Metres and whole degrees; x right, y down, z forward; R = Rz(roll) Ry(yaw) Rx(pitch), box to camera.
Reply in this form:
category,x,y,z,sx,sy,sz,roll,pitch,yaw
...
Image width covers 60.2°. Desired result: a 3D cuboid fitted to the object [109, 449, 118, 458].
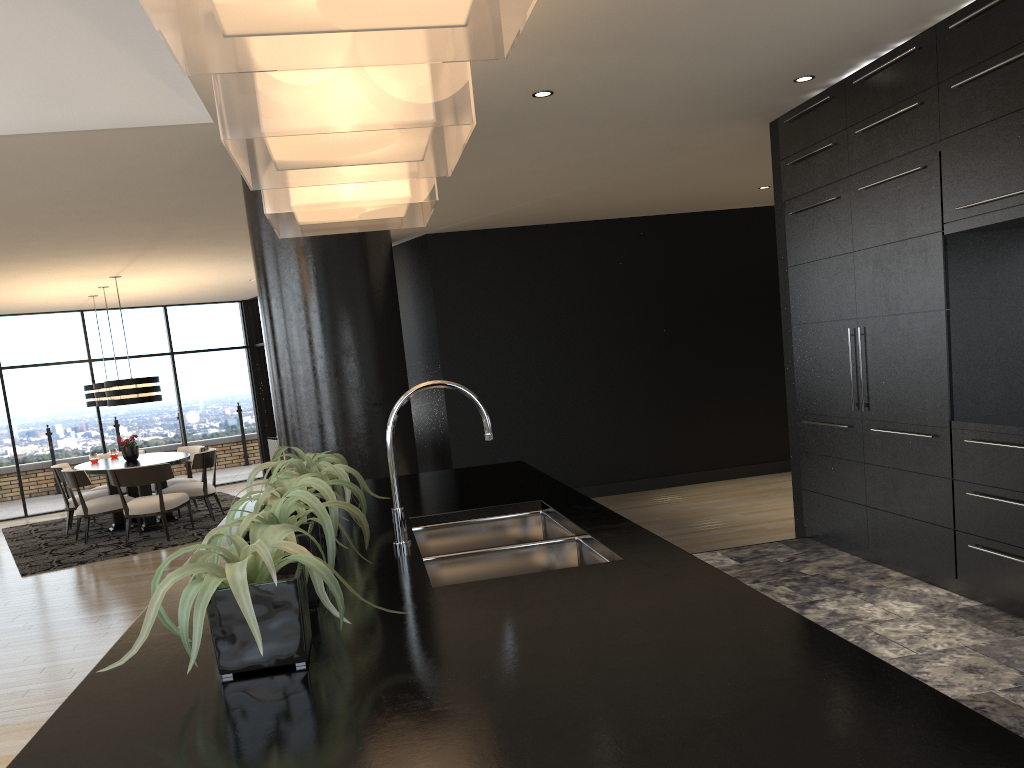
category,x,y,z,sx,sy,sz,roll,pitch,yaw
object,-4.865,0.850,10.783,0.095,0.107,0.094,-4,6,24

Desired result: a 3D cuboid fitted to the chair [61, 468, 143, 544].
category,x,y,z,sx,sy,sz,roll,pitch,yaw
chair,-4.435,1.277,9.491,0.611,0.814,0.642,-10,7,-39

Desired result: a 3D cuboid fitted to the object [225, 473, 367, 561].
category,x,y,z,sx,sy,sz,roll,pitch,yaw
object,-0.580,0.349,2.204,0.398,0.219,0.402,-5,3,15

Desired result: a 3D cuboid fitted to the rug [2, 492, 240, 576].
category,x,y,z,sx,sy,sz,roll,pitch,yaw
rug,-4.285,1.636,10.257,2.698,0.011,3.717,-7,2,-32

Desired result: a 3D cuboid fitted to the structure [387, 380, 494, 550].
category,x,y,z,sx,sy,sz,roll,pitch,yaw
structure,0.032,0.481,2.304,0.654,1.027,2.759,-7,3,-10

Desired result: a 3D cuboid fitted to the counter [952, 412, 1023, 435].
category,x,y,z,sx,sy,sz,roll,pitch,yaw
counter,2.577,0.166,2.619,0.729,0.034,2.843,-6,2,-10

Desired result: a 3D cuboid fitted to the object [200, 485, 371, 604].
category,x,y,z,sx,sy,sz,roll,pitch,yaw
object,-0.514,0.344,1.833,0.398,0.241,0.402,-5,4,15

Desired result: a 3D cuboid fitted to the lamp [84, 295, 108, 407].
category,x,y,z,sx,sy,sz,roll,pitch,yaw
lamp,-4.984,-0.411,10.733,0.531,1.342,0.534,-10,8,-32

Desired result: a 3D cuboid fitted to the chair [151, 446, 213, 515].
category,x,y,z,sx,sy,sz,roll,pitch,yaw
chair,-4.023,1.189,10.737,0.643,0.814,0.610,-1,7,44

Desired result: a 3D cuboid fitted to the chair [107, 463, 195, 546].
category,x,y,z,sx,sy,sz,roll,pitch,yaw
chair,-3.726,1.217,9.097,0.642,0.814,0.610,-6,5,-3

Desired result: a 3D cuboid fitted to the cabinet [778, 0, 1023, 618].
category,x,y,z,sx,sy,sz,roll,pitch,yaw
cabinet,2.507,-0.285,2.555,0.727,2.546,5.692,-7,3,-10

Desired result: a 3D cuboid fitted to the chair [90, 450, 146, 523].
category,x,y,z,sx,sy,sz,roll,pitch,yaw
chair,-4.884,1.269,11.033,0.641,0.814,0.611,-7,6,-11

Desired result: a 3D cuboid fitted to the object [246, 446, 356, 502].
category,x,y,z,sx,sy,sz,roll,pitch,yaw
object,-0.679,0.318,3.036,0.398,0.241,0.402,-5,4,15

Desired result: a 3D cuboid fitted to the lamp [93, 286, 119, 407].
category,x,y,z,sx,sy,sz,roll,pitch,yaw
lamp,-4.508,-0.433,9.972,0.531,1.342,0.534,-10,8,-32

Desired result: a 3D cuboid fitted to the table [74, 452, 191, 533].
category,x,y,z,sx,sy,sz,roll,pitch,yaw
table,-4.303,1.257,10.148,1.201,0.776,2.102,-8,3,-30

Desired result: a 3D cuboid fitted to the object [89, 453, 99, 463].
category,x,y,z,sx,sy,sz,roll,pitch,yaw
object,-4.903,0.869,10.354,0.095,0.107,0.095,-8,5,-21

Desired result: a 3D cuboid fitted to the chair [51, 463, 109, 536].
category,x,y,z,sx,sy,sz,roll,pitch,yaw
chair,-4.922,1.303,10.204,0.613,0.814,0.639,-8,6,-22

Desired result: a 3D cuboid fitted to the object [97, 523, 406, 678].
category,x,y,z,sx,sy,sz,roll,pitch,yaw
object,-0.390,0.355,1.465,0.407,0.219,0.393,-5,3,15

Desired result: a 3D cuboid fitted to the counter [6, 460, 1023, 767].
category,x,y,z,sx,sy,sz,roll,pitch,yaw
counter,-0.263,0.440,2.247,1.177,0.032,3.095,-6,2,-10

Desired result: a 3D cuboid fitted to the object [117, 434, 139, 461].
category,x,y,z,sx,sy,sz,roll,pitch,yaw
object,-4.375,0.728,10.076,0.227,0.301,0.237,-9,6,-30

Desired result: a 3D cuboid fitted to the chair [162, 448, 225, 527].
category,x,y,z,sx,sy,sz,roll,pitch,yaw
chair,-3.631,1.173,10.042,0.616,0.814,0.637,-6,5,-4

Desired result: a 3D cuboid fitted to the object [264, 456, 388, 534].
category,x,y,z,sx,sy,sz,roll,pitch,yaw
object,-0.632,0.328,2.631,0.407,0.241,0.393,-5,4,15

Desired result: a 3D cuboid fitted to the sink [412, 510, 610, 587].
category,x,y,z,sx,sy,sz,roll,pitch,yaw
sink,-0.026,0.509,2.339,0.460,0.161,0.916,-6,2,-10

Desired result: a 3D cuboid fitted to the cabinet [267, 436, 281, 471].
category,x,y,z,sx,sy,sz,roll,pitch,yaw
cabinet,-2.371,1.026,10.982,0.606,0.773,2.234,-9,4,-32

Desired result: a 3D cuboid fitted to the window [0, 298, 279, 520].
category,x,y,z,sx,sy,sz,roll,pitch,yaw
window,-5.413,-0.473,4.786,10.077,4.830,15.836,-7,3,-23

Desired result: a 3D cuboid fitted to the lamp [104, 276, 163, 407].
category,x,y,z,sx,sy,sz,roll,pitch,yaw
lamp,-4.033,-0.456,9.211,0.531,1.342,0.534,-10,8,-32
